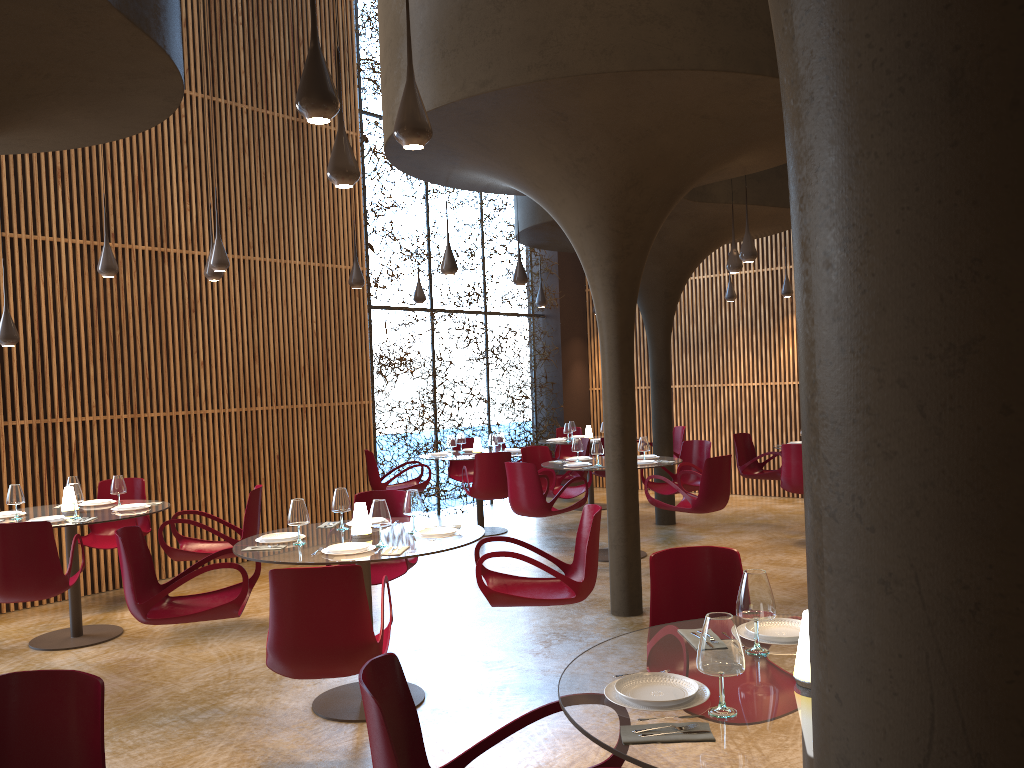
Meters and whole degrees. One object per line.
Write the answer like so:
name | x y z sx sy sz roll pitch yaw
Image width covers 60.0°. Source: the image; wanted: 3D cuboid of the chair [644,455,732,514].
chair | 1.969 1.080 9.648 0.624 0.636 0.873 -3 1 -41

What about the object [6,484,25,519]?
object | -4.285 1.017 7.656 0.142 0.295 0.142 -1 2 40

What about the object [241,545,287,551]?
object | -1.596 1.059 5.706 0.262 0.017 0.126 -2 0 2

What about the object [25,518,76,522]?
object | -3.864 1.139 7.368 0.410 0.012 0.204 -2 0 -10

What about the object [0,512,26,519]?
object | -4.463 1.161 7.804 0.332 0.014 0.331 -2 0 31

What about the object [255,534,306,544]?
object | -1.568 1.050 6.007 0.332 0.014 0.331 -2 0 2

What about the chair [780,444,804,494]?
chair | 3.613 1.009 10.757 0.625 0.636 0.872 -2 1 34

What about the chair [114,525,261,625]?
chair | -2.168 1.260 5.929 0.872 0.636 0.625 -2 1 -8

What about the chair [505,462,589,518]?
chair | 0.340 1.145 9.828 0.625 0.636 0.872 -1 1 44

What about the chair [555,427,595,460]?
chair | 1.070 1.095 15.634 0.625 0.636 0.872 -2 1 -6

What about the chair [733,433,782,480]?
chair | 3.518 1.008 12.310 0.873 0.636 0.624 -2 1 44

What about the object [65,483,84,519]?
object | -3.727 0.995 7.552 0.142 0.295 0.142 -3 2 -29

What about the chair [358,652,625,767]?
chair | -0.022 1.184 2.754 0.872 0.636 0.624 -2 1 -1

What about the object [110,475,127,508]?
object | -3.613 0.988 8.140 0.142 0.295 0.142 -1 2 43

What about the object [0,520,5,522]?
object | -4.458 1.169 7.502 0.262 0.017 0.126 -2 0 -4

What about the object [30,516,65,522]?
object | -3.860 1.128 7.369 0.263 0.029 0.263 -2 0 33

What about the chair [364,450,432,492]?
chair | -1.612 1.215 12.396 0.872 0.636 0.625 -3 1 -16

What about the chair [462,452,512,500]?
chair | -0.290 1.165 11.425 0.625 0.636 0.872 -3 1 -11

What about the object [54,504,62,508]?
object | -4.246 1.157 8.405 0.126 0.017 0.262 -2 0 -10

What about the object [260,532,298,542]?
object | -1.568 1.040 6.006 0.263 0.029 0.263 -2 0 12

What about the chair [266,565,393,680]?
chair | -0.991 1.216 4.787 0.625 0.636 0.872 -2 1 -3

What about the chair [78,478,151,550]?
chair | -4.077 1.326 9.105 0.625 0.636 0.872 -3 1 -11

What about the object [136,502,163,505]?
object | -3.418 1.124 8.290 0.262 0.017 0.126 -2 0 -1

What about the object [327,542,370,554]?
object | -1.013 1.020 5.499 0.263 0.029 0.263 -2 0 4

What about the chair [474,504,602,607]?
chair | 0.184 1.165 5.997 0.872 0.636 0.624 -2 1 -3

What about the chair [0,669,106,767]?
chair | -1.508 1.246 2.450 0.625 0.636 0.872 -2 1 2

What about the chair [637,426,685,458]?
chair | 2.466 1.042 14.772 0.872 0.636 0.625 -2 1 -11

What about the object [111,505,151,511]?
object | -3.434 1.119 7.988 0.331 0.014 0.332 -2 0 -26

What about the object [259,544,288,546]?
object | -1.568 1.051 6.011 0.204 0.012 0.410 -2 0 -2

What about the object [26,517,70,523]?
object | -3.860 1.138 7.369 0.332 0.014 0.331 -2 0 36

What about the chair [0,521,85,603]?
chair | -3.686 1.319 6.784 0.625 0.636 0.872 -3 1 -16

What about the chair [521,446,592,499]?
chair | 0.516 1.133 11.374 0.624 0.636 0.873 -3 1 -36

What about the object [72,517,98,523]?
object | -3.557 1.133 7.382 0.126 0.017 0.262 -2 0 -6

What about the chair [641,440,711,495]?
chair | 2.154 1.067 11.325 0.872 0.636 0.625 -3 1 -41

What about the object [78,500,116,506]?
object | -3.946 1.138 8.440 0.332 0.014 0.331 -2 0 13

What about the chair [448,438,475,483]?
chair | -0.687 1.173 13.646 0.625 0.636 0.872 -2 1 -6

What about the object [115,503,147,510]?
object | -3.434 1.109 7.988 0.263 0.029 0.263 -2 0 -33

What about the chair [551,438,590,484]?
chair | 0.709 1.120 12.784 0.872 0.636 0.625 -2 1 -11

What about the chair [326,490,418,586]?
chair | -1.081 1.212 7.041 0.625 0.636 0.872 -2 1 2

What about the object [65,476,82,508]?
object | -4.076 1.007 8.239 0.142 0.295 0.142 -3 2 -34

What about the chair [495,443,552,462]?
chair | 0.145 1.137 14.384 0.872 0.636 0.625 -3 1 -16

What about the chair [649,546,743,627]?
chair | 0.956 1.140 4.069 0.625 0.636 0.872 -2 1 -6

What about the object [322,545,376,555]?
object | -1.012 1.029 5.500 0.331 0.014 0.332 -2 0 -31

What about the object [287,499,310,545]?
object | -1.407 0.907 5.840 0.142 0.295 0.142 -1 2 35

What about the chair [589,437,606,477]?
chair | 1.467 1.087 13.413 0.625 0.636 0.872 -3 1 -11

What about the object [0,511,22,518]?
object | -4.464 1.151 7.803 0.263 0.029 0.263 -2 0 -14

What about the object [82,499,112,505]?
object | -3.947 1.128 8.440 0.263 0.029 0.263 -2 0 42

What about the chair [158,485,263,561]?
chair | -2.717 1.275 8.105 0.872 0.636 0.625 -2 1 -11
